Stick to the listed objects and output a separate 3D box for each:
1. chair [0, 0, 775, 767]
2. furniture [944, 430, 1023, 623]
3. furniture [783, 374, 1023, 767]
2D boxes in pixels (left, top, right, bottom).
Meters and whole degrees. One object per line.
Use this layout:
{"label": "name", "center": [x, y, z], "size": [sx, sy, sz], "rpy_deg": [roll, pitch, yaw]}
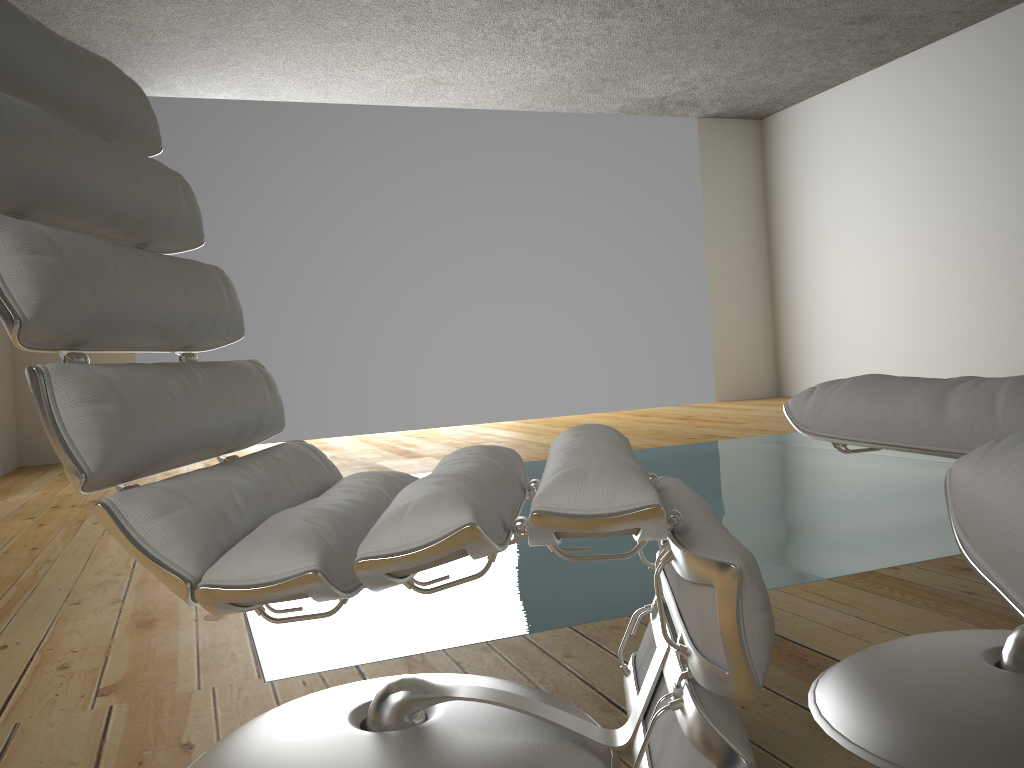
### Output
{"label": "chair", "center": [-0.197, -0.009, 1.099], "size": [0.914, 0.969, 0.570], "rpy_deg": [-4, 0, 4]}
{"label": "furniture", "center": [0.464, 0.237, 0.293], "size": [0.685, 0.439, 0.570], "rpy_deg": [-3, 1, 15]}
{"label": "furniture", "center": [0.718, 0.195, 1.147], "size": [0.686, 0.439, 0.569], "rpy_deg": [-4, 1, -14]}
